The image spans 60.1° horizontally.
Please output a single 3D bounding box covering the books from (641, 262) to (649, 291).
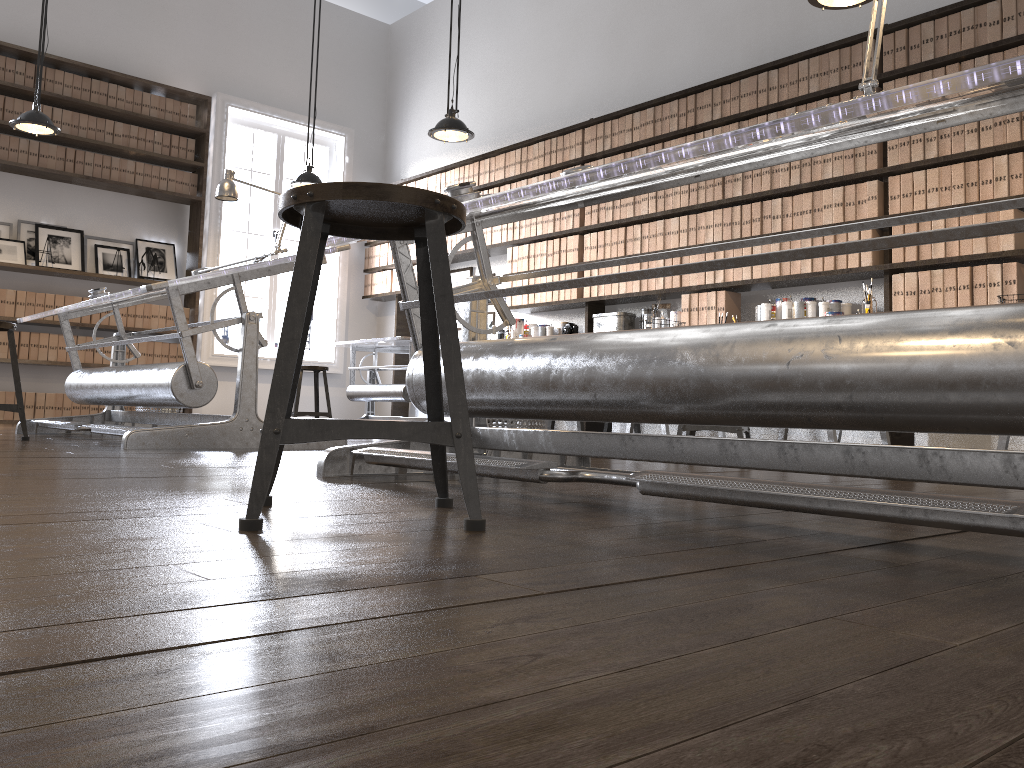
[{"bbox_3d":[0.996,-0.756,6.284,0.174,0.226,0.066,5,-6,-41],"label":"books"}]

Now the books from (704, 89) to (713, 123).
[{"bbox_3d":[1.373,-1.853,5.978,0.174,0.226,0.066,5,-6,-41],"label":"books"}]

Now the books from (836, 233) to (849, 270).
[{"bbox_3d":[1.969,-0.767,5.176,0.174,0.226,0.066,5,-6,-41],"label":"books"}]

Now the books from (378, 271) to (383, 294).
[{"bbox_3d":[-1.245,-1.001,8.860,0.174,0.227,0.067,5,-6,-41],"label":"books"}]

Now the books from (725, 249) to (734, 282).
[{"bbox_3d":[1.461,-0.761,5.755,0.174,0.226,0.066,5,-6,-41],"label":"books"}]

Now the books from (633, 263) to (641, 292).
[{"bbox_3d":[0.947,-0.755,6.331,0.174,0.227,0.067,5,-6,-41],"label":"books"}]

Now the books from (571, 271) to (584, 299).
[{"bbox_3d":[0.541,-0.751,6.795,0.174,0.227,0.067,5,-6,-41],"label":"books"}]

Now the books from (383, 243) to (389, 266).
[{"bbox_3d":[-1.188,-1.279,8.831,0.174,0.227,0.067,5,-6,-41],"label":"books"}]

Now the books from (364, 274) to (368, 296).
[{"bbox_3d":[-1.422,-0.998,9.073,0.174,0.226,0.066,5,-6,-41],"label":"books"}]

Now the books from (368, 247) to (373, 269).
[{"bbox_3d":[-1.374,-1.276,9.050,0.174,0.226,0.066,5,-6,-41],"label":"books"}]

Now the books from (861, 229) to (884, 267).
[{"bbox_3d":[2.068,-0.768,5.058,0.174,0.226,0.066,5,-6,-41],"label":"books"}]

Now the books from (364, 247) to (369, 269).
[{"bbox_3d":[-1.422,-1.276,9.097,0.174,0.227,0.067,5,-6,-41],"label":"books"}]

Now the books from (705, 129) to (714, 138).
[{"bbox_3d":[1.371,-1.576,5.949,0.174,0.227,0.067,5,-6,-41],"label":"books"}]

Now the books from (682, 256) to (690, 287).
[{"bbox_3d":[1.235,-0.758,6.013,0.174,0.226,0.066,5,-6,-41],"label":"books"}]

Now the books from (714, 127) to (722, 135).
[{"bbox_3d":[1.420,-1.577,5.896,0.174,0.226,0.066,5,-6,-41],"label":"books"}]

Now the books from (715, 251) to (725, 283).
[{"bbox_3d":[1.412,-0.761,5.805,0.174,0.226,0.066,5,-6,-41],"label":"books"}]

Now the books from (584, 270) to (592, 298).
[{"bbox_3d":[0.627,-0.752,6.694,0.174,0.226,0.066,5,-6,-41],"label":"books"}]

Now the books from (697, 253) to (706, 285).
[{"bbox_3d":[1.314,-0.760,5.912,0.174,0.227,0.067,5,-6,-41],"label":"books"}]

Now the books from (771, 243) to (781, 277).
[{"bbox_3d":[1.682,-0.764,5.494,0.174,0.227,0.067,5,-6,-41],"label":"books"}]

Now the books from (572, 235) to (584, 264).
[{"bbox_3d":[0.550,-1.022,6.815,0.174,0.227,0.067,5,-6,-41],"label":"books"}]

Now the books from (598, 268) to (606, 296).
[{"bbox_3d":[0.727,-0.753,6.592,0.174,0.226,0.066,5,-6,-41],"label":"books"}]

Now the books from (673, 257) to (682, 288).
[{"bbox_3d":[1.182,-0.758,6.065,0.174,0.227,0.067,5,-6,-41],"label":"books"}]

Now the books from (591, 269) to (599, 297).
[{"bbox_3d":[0.678,-0.752,6.642,0.174,0.226,0.066,5,-6,-41],"label":"books"}]

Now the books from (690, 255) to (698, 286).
[{"bbox_3d":[1.276,-0.759,5.962,0.174,0.226,0.066,5,-6,-41],"label":"books"}]

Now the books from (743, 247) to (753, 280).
[{"bbox_3d":[1.549,-0.763,5.646,0.174,0.227,0.067,5,-6,-41],"label":"books"}]

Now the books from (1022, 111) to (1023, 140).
[{"bbox_3d":[2.643,-1.322,4.475,0.174,0.226,0.066,5,-6,-41],"label":"books"}]

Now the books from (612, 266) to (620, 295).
[{"bbox_3d":[0.815,-0.754,6.483,0.174,0.227,0.067,5,-6,-41],"label":"books"}]

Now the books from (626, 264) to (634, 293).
[{"bbox_3d":[0.906,-0.755,6.384,0.174,0.226,0.066,5,-6,-41],"label":"books"}]

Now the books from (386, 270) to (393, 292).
[{"bbox_3d":[-1.146,-1.002,8.753,0.174,0.226,0.066,5,-6,-41],"label":"books"}]

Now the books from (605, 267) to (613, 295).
[{"bbox_3d":[0.771,-0.753,6.539,0.174,0.226,0.066,5,-6,-41],"label":"books"}]

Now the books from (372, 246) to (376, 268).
[{"bbox_3d":[-1.327,-1.277,8.997,0.174,0.226,0.066,5,-6,-41],"label":"books"}]

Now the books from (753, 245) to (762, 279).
[{"bbox_3d":[1.598,-0.763,5.593,0.174,0.226,0.066,5,-6,-41],"label":"books"}]

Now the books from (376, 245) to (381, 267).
[{"bbox_3d":[-1.283,-1.277,8.941,0.174,0.226,0.066,5,-6,-41],"label":"books"}]

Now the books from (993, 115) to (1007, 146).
[{"bbox_3d":[2.554,-1.321,4.575,0.174,0.226,0.066,5,-6,-41],"label":"books"}]

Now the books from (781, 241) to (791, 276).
[{"bbox_3d":[1.730,-0.764,5.447,0.174,0.226,0.066,5,-6,-41],"label":"books"}]

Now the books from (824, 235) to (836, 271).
[{"bbox_3d":[1.916,-0.767,5.228,0.174,0.227,0.067,5,-6,-41],"label":"books"}]

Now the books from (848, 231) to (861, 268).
[{"bbox_3d":[2.015,-0.768,5.116,0.174,0.227,0.067,5,-6,-41],"label":"books"}]

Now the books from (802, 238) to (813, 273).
[{"bbox_3d":[1.821,-0.766,5.338,0.174,0.226,0.066,5,-6,-41],"label":"books"}]

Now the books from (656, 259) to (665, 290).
[{"bbox_3d":[1.086,-0.757,6.175,0.174,0.226,0.066,5,-6,-41],"label":"books"}]

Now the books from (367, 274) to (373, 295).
[{"bbox_3d":[-1.377,-0.999,9.013,0.174,0.227,0.067,5,-6,-41],"label":"books"}]

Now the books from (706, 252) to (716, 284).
[{"bbox_3d":[1.362,-0.760,5.857,0.174,0.226,0.066,5,-6,-41],"label":"books"}]

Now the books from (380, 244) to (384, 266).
[{"bbox_3d":[-1.233,-1.278,8.891,0.174,0.226,0.066,5,-6,-41],"label":"books"}]

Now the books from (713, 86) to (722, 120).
[{"bbox_3d":[1.424,-1.854,5.926,0.174,0.226,0.066,5,-6,-41],"label":"books"}]

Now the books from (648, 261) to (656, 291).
[{"bbox_3d":[1.043,-0.756,6.231,0.174,0.226,0.066,5,-6,-41],"label":"books"}]

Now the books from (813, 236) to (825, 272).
[{"bbox_3d":[1.871,-0.766,5.288,0.174,0.226,0.066,5,-6,-41],"label":"books"}]

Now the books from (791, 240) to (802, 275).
[{"bbox_3d":[1.777,-0.765,5.394,0.174,0.226,0.066,5,-6,-41],"label":"books"}]

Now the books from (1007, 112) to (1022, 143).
[{"bbox_3d":[2.594,-1.322,4.521,0.174,0.227,0.067,5,-6,-41],"label":"books"}]

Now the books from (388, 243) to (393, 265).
[{"bbox_3d":[-1.135,-1.279,8.779,0.174,0.226,0.066,5,-6,-41],"label":"books"}]

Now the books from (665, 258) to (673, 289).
[{"bbox_3d":[1.136,-0.757,6.125,0.174,0.226,0.066,5,-6,-41],"label":"books"}]

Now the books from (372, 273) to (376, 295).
[{"bbox_3d":[-1.324,-0.999,8.961,0.174,0.226,0.066,5,-6,-41],"label":"books"}]

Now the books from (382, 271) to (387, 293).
[{"bbox_3d":[-1.197,-1.001,8.805,0.174,0.226,0.066,5,-6,-41],"label":"books"}]

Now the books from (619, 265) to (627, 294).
[{"bbox_3d":[0.864,-0.754,6.430,0.174,0.226,0.066,5,-6,-41],"label":"books"}]

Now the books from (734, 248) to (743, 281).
[{"bbox_3d":[1.506,-0.762,5.702,0.174,0.226,0.066,5,-6,-41],"label":"books"}]

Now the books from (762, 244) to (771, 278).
[{"bbox_3d":[1.641,-0.763,5.547,0.174,0.226,0.066,5,-6,-41],"label":"books"}]

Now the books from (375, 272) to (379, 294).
[{"bbox_3d":[-1.283,-1.000,8.910,0.174,0.226,0.066,5,-6,-41],"label":"books"}]

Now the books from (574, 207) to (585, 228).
[{"bbox_3d":[0.562,-1.299,6.846,0.174,0.226,0.066,5,-6,-41],"label":"books"}]
